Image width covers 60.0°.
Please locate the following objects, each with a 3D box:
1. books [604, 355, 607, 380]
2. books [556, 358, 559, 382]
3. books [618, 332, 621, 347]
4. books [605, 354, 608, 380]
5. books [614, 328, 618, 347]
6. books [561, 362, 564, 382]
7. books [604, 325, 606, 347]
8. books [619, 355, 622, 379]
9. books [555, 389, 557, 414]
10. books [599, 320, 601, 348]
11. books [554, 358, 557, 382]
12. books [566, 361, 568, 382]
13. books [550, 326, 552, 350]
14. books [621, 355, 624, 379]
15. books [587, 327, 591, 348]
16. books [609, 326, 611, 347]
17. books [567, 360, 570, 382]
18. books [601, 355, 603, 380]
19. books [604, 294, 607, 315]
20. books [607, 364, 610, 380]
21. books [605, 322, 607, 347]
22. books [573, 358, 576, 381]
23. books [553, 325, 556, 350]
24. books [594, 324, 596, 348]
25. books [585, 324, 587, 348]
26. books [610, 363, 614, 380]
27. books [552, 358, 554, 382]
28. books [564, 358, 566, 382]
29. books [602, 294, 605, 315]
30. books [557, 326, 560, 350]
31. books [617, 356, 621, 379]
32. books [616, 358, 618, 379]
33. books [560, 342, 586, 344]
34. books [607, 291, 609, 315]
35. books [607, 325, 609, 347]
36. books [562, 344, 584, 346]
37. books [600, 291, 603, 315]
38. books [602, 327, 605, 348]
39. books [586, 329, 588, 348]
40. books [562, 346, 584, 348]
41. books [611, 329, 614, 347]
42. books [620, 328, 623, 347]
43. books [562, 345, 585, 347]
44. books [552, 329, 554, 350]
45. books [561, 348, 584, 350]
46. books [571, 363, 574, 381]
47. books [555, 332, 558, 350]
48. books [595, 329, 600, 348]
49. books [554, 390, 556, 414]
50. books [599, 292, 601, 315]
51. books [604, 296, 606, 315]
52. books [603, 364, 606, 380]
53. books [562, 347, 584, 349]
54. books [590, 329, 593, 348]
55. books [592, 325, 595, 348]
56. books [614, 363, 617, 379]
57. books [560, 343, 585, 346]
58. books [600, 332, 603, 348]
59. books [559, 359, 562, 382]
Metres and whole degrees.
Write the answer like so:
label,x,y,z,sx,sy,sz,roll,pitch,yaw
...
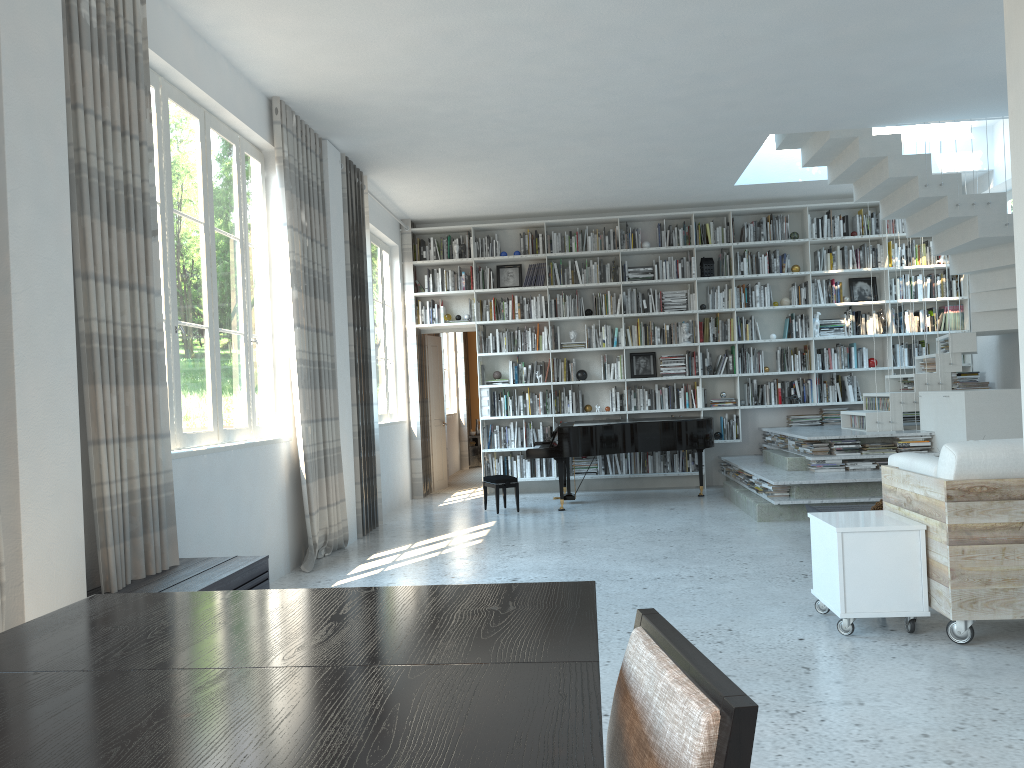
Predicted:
label,x,y,z,sx,sy,sz,roll,pitch,yaw
books,1.083,-0.190,10.283,0.011,0.291,0.156,-3,0,5
books,0.533,-0.157,10.327,0.026,0.275,0.154,-3,0,5
books,1.245,-0.510,10.269,0.027,0.181,0.142,-3,0,5
books,1.094,-0.194,10.279,0.012,0.298,0.166,-3,0,5
books,1.199,-0.532,10.255,0.060,0.227,0.179,-3,0,5
books,0.595,-0.136,10.318,0.025,0.228,0.153,-3,0,5
books,1.080,-0.545,10.259,0.012,0.265,0.193,-3,0,5
books,1.253,-0.192,10.248,0.011,0.279,0.187,-3,0,5
books,0.519,0.206,10.321,0.013,0.283,0.146,-3,0,5
books,1.016,-0.574,10.278,0.010,0.329,0.173,-3,0,5
books,0.508,-0.161,10.324,0.025,0.284,0.145,-3,0,5
books,0.641,-0.146,10.313,0.014,0.244,0.153,-3,0,5
books,0.462,-0.527,10.337,0.012,0.285,0.159,-3,0,5
books,1.270,-0.194,10.250,0.021,0.281,0.162,-3,0,5
books,0.891,-0.528,10.279,0.030,0.247,0.174,-3,0,5
books,1.134,-0.543,10.284,0.022,0.256,0.152,-3,0,5
books,0.663,-0.149,10.328,0.028,0.247,0.142,-3,0,5
books,1.046,-0.185,10.279,0.012,0.285,0.159,-3,0,5
books,1.087,-0.909,10.276,0.017,0.253,0.139,-3,0,5
books,1.118,-0.137,10.284,0.030,0.183,0.154,-3,0,5
books,1.091,-0.563,10.266,0.011,0.301,0.178,-3,0,5
books,0.728,-0.161,10.314,0.028,0.266,0.144,-3,0,5
books,0.497,-0.535,10.346,0.011,0.298,0.135,-3,0,5
books,0.957,-0.550,10.276,0.012,0.286,0.167,-3,0,5
books,0.860,-0.545,10.287,0.012,0.285,0.159,-3,0,5
books,1.160,-0.142,10.265,0.057,0.188,0.156,-3,0,5
books,0.478,-0.160,10.336,0.012,0.285,0.159,-3,0,5
books,0.618,-0.161,10.295,0.026,0.274,0.190,-3,0,5
books,1.060,-0.903,10.254,0.013,0.244,0.188,-3,0,5
books,0.546,-0.527,10.325,0.021,0.278,0.136,-3,0,5
books,1.235,-0.186,10.259,0.027,0.269,0.178,-3,0,5
books,1.216,-0.173,10.254,0.012,0.244,0.171,-3,0,5
books,0.708,-0.475,10.306,0.285,0.012,0.159,-3,-1,1
books,1.107,-0.935,10.270,0.006,0.303,0.165,-3,0,5
books,1.109,-0.544,10.266,0.023,0.260,0.170,-3,0,5
books,0.709,-0.450,10.309,0.254,0.012,0.161,-3,-1,2
books,1.039,-0.924,10.290,0.033,0.287,0.155,-3,0,5
books,1.061,-0.535,10.270,0.028,0.247,0.170,-3,0,5
books,0.873,-0.519,10.299,0.010,0.232,0.154,-3,0,5
books,0.710,-0.426,10.307,0.254,0.012,0.161,-3,-1,1
books,1.158,-0.525,10.282,0.026,0.219,0.150,-3,0,5
books,1.271,-0.529,10.270,0.026,0.217,0.126,-3,0,5
books,0.710,-0.438,10.305,0.254,0.012,0.161,-3,-1,0
books,0.480,-0.514,10.329,0.024,0.257,0.134,-3,0,5
books,0.712,-0.402,10.311,0.285,0.012,0.159,-3,-1,3
books,0.700,-0.135,10.301,0.028,0.216,0.175,-3,0,5
books,0.521,-0.492,10.333,0.034,0.209,0.136,-3,0,5
books,0.990,-0.521,10.289,0.048,0.225,0.149,-3,0,5
books,0.507,0.210,10.332,0.013,0.275,0.147,-3,0,5
books,1.020,-0.917,10.281,0.005,0.275,0.157,-3,0,5
books,1.075,-0.900,10.289,0.011,0.236,0.130,-3,0,5
books,1.066,-0.137,10.273,0.025,0.186,0.154,-3,0,5
books,0.712,-0.414,10.315,0.254,0.012,0.161,-3,-1,5
books,0.921,-0.518,10.306,0.024,0.227,0.137,-3,0,5
books,0.942,-0.540,10.289,0.022,0.267,0.151,-3,0,5
books,1.200,-0.144,10.266,0.024,0.188,0.172,-3,0,5
books,0.709,-0.463,10.311,0.285,0.012,0.159,-3,-1,7
books,1.038,-0.505,10.291,0.025,0.189,0.140,-3,0,5
books,0.564,-0.153,10.317,0.036,0.263,0.166,-3,0,5
